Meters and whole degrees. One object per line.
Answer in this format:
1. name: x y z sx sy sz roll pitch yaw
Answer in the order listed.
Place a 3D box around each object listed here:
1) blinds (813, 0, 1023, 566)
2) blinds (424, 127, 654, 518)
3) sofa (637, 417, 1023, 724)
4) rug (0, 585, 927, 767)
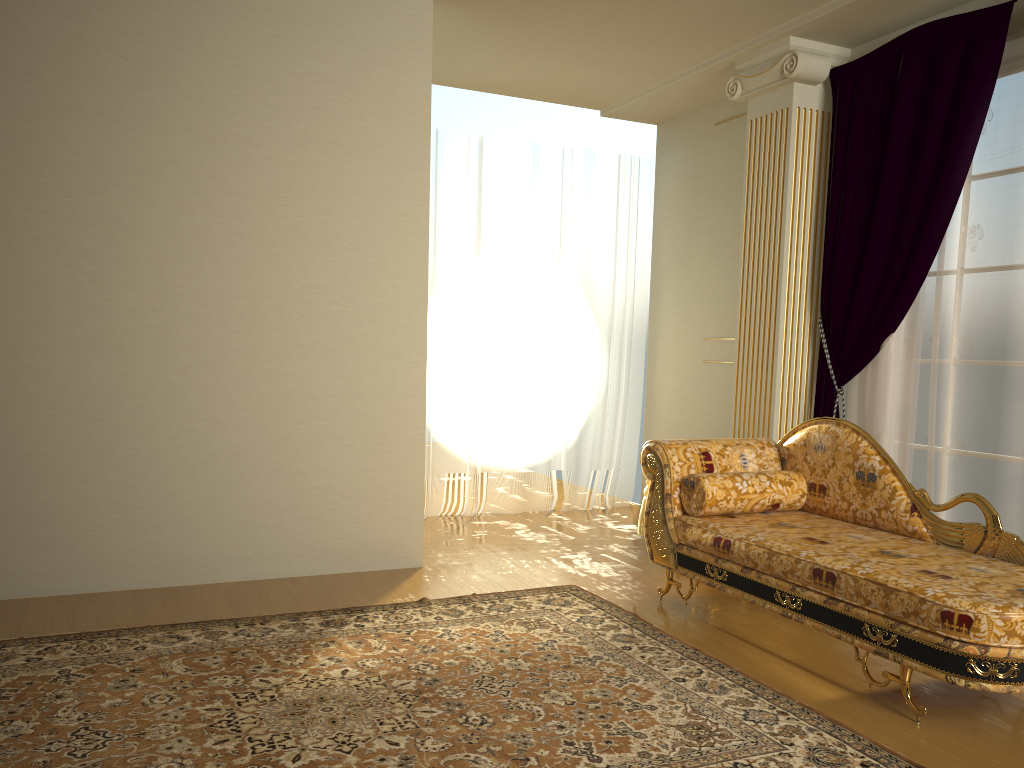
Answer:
1. blinds: 2.122 -0.289 3.761 0.339 2.669 2.222 -1 5 -24
2. blinds: 0.004 -0.355 5.954 2.165 2.522 0.163 0 6 -22
3. sofa: 1.246 0.591 3.396 0.693 0.876 1.884 0 3 -24
4. rug: -0.653 0.991 2.664 3.078 0.017 2.106 1 2 -24
